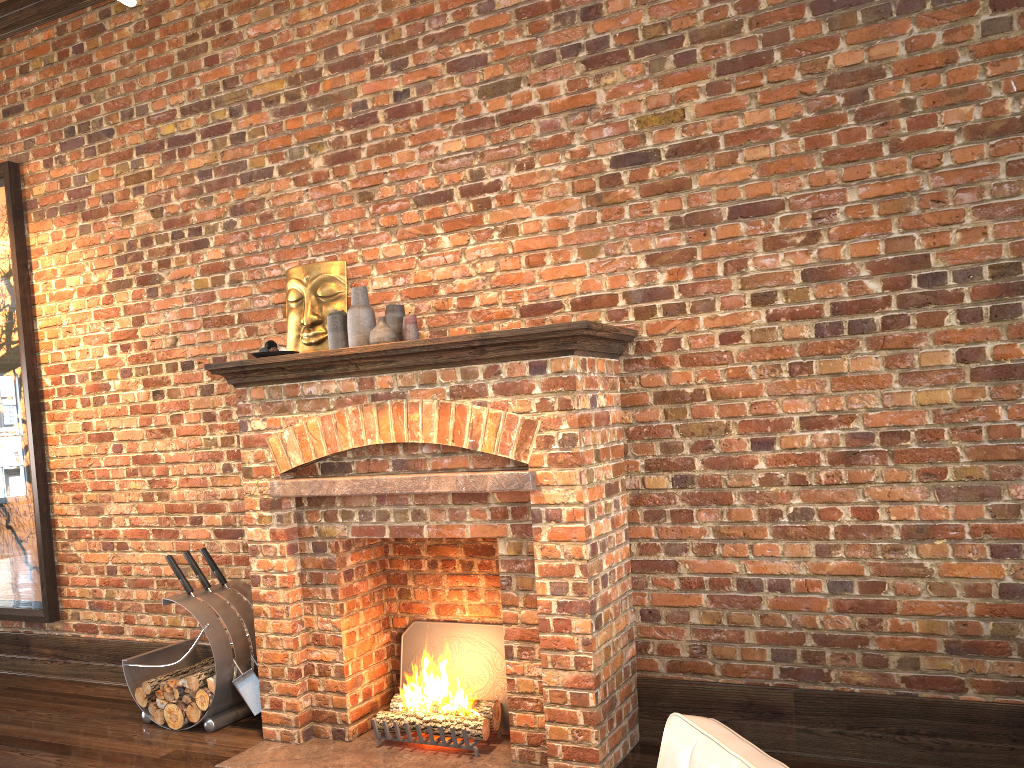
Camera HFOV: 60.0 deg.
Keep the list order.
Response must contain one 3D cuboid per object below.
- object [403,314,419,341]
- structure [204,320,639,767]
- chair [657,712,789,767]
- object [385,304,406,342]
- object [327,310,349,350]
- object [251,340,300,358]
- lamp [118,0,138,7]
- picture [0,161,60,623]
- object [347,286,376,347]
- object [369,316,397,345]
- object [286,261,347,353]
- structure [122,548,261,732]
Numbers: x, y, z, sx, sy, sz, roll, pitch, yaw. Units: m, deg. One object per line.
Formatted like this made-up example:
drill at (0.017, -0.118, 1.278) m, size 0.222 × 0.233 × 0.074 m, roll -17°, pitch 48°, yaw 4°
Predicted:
object at (-0.492, -0.251, 4.305) m, size 0.081 × 0.179 × 0.081 m, roll -4°, pitch 2°, yaw -22°
structure at (-0.456, 0.783, 4.115) m, size 2.002 × 1.913 × 0.883 m, roll -4°, pitch 2°, yaw 26°
chair at (0.196, 1.162, 1.649) m, size 0.740 × 0.868 × 0.768 m, roll -4°, pitch 0°, yaw -14°
object at (-0.576, -0.274, 4.406) m, size 0.120 × 0.243 × 0.120 m, roll -5°, pitch 2°, yaw -44°
object at (-0.881, -0.252, 4.528) m, size 0.118 × 0.250 × 0.118 m, roll -4°, pitch 2°, yaw -16°
object at (-1.174, -0.166, 4.397) m, size 0.237 × 0.105 × 0.236 m, roll -5°, pitch -2°, yaw 36°
lamp at (-1.590, -1.673, 3.618) m, size 0.113 × 0.231 × 0.113 m, roll -4°, pitch 2°, yaw 0°
picture at (-4.553, 0.192, 6.491) m, size 3.206 × 3.011 × 0.080 m, roll -4°, pitch 2°, yaw 26°
object at (-0.756, -0.313, 4.456) m, size 0.145 × 0.351 × 0.145 m, roll -5°, pitch 2°, yaw -27°
object at (-0.621, -0.240, 4.263) m, size 0.135 × 0.170 × 0.136 m, roll -4°, pitch 1°, yaw -22°
object at (-1.066, -0.375, 4.736) m, size 0.409 × 0.537 × 0.124 m, roll -3°, pitch 2°, yaw 26°
structure at (-1.646, 1.378, 4.888) m, size 0.928 × 0.922 × 0.535 m, roll -4°, pitch 1°, yaw 26°
